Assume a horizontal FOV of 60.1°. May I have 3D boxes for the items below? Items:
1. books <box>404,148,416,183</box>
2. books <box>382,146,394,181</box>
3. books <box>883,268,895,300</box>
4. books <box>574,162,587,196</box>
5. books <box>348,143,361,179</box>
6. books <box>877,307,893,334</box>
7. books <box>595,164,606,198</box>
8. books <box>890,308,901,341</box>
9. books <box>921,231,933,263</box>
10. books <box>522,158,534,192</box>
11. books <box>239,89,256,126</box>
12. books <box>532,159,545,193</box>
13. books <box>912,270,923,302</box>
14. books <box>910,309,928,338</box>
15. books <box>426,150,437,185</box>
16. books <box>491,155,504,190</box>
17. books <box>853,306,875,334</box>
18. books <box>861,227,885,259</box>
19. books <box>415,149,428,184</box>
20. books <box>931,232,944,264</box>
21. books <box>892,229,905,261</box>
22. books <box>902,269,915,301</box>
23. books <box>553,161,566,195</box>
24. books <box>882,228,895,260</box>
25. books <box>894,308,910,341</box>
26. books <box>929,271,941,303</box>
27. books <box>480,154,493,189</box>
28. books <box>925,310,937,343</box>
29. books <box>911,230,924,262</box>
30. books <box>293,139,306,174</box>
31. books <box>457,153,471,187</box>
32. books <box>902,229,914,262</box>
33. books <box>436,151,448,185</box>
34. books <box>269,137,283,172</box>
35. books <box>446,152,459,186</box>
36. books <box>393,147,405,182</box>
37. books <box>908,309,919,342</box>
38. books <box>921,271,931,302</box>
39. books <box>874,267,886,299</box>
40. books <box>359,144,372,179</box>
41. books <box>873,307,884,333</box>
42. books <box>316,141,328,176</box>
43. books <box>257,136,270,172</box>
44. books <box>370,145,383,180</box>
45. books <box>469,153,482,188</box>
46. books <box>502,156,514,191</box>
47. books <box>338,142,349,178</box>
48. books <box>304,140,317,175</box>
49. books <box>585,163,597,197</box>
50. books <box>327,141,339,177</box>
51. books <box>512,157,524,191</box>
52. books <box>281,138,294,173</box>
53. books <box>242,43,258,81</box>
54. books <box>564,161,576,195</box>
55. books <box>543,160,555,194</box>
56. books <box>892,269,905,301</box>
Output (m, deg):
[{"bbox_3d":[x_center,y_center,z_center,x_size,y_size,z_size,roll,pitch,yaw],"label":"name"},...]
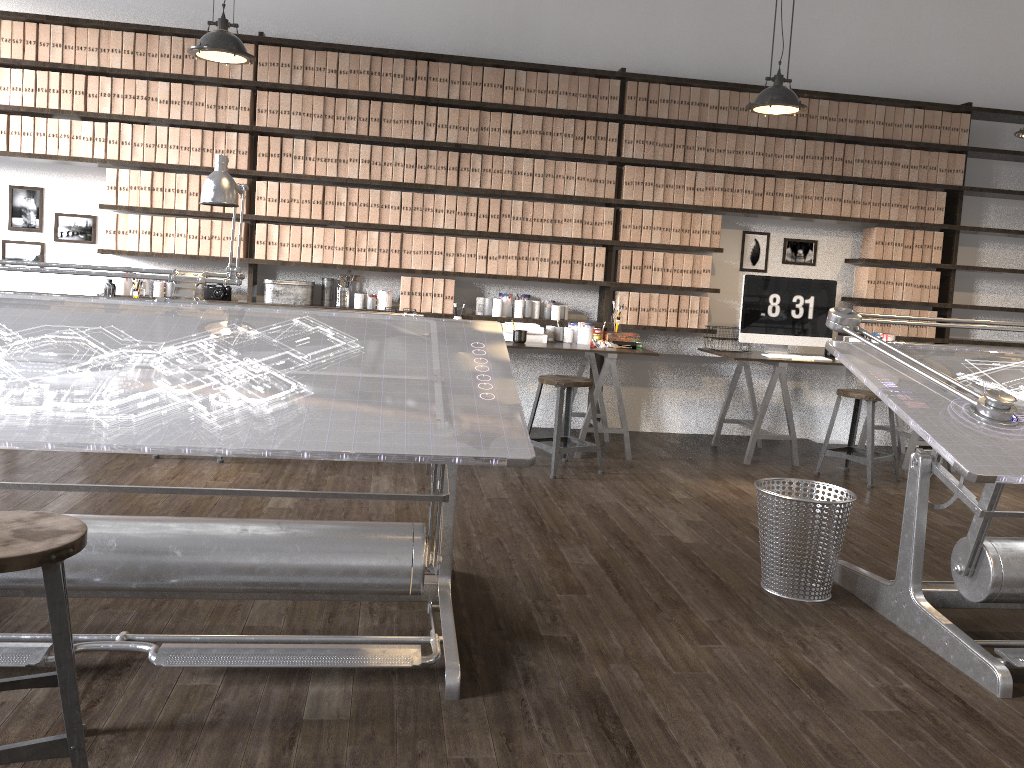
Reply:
[{"bbox_3d":[-0.660,-1.399,5.725,0.066,0.225,0.175,3,5,-8],"label":"books"},{"bbox_3d":[-0.802,-1.407,5.713,0.066,0.225,0.175,3,5,-8],"label":"books"},{"bbox_3d":[2.610,-0.702,6.238,0.066,0.225,0.175,3,5,-8],"label":"books"},{"bbox_3d":[0.442,-1.347,5.881,0.066,0.225,0.175,3,5,-8],"label":"books"},{"bbox_3d":[-1.012,-1.416,5.679,0.066,0.224,0.175,3,5,-8],"label":"books"},{"bbox_3d":[2.603,-0.427,6.257,0.066,0.224,0.175,3,5,-8],"label":"books"},{"bbox_3d":[0.569,-1.342,5.903,0.066,0.224,0.175,3,5,-8],"label":"books"},{"bbox_3d":[2.665,-0.423,6.264,0.066,0.224,0.175,3,5,-8],"label":"books"},{"bbox_3d":[2.885,-0.963,6.254,0.066,0.224,0.175,3,5,-8],"label":"books"},{"bbox_3d":[0.091,-1.364,5.835,0.066,0.224,0.175,3,5,-8],"label":"books"},{"bbox_3d":[-1.661,-1.720,5.563,0.067,0.225,0.175,3,5,-8],"label":"books"},{"bbox_3d":[0.162,-1.360,5.843,0.067,0.225,0.175,3,5,-8],"label":"books"},{"bbox_3d":[2.818,-0.692,6.260,0.067,0.225,0.175,3,5,-8],"label":"books"},{"bbox_3d":[2.869,-0.414,6.297,0.066,0.225,0.175,3,5,-8],"label":"books"},{"bbox_3d":[-0.527,-1.393,5.748,0.066,0.224,0.175,3,5,-8],"label":"books"},{"bbox_3d":[-0.105,-1.374,5.810,0.066,0.225,0.175,3,5,-8],"label":"books"},{"bbox_3d":[2.470,-0.433,6.239,0.066,0.225,0.175,3,5,-8],"label":"books"},{"bbox_3d":[2.527,-0.980,6.203,0.066,0.225,0.175,3,5,-8],"label":"books"},{"bbox_3d":[-0.589,-1.396,5.735,0.067,0.225,0.175,3,5,-8],"label":"books"},{"bbox_3d":[2.960,-0.959,6.263,0.066,0.224,0.175,3,5,-8],"label":"books"},{"bbox_3d":[2.668,-0.973,6.219,0.066,0.225,0.175,3,5,-8],"label":"books"},{"bbox_3d":[2.752,-0.695,6.251,0.066,0.225,0.175,3,5,-8],"label":"books"},{"bbox_3d":[0.300,-1.355,5.868,0.066,0.225,0.175,3,5,-8],"label":"books"},{"bbox_3d":[2.597,-0.976,6.213,0.066,0.225,0.175,3,5,-8],"label":"books"},{"bbox_3d":[2.731,-0.420,6.271,0.067,0.225,0.175,3,5,-8],"label":"books"},{"bbox_3d":[2.949,-0.686,6.284,0.066,0.225,0.175,3,5,-8],"label":"books"},{"bbox_3d":[-0.175,-1.377,5.800,0.066,0.225,0.175,3,5,-8],"label":"books"},{"bbox_3d":[2.934,-0.410,6.299,0.067,0.225,0.175,3,5,-8],"label":"books"},{"bbox_3d":[2.812,-0.966,6.238,0.067,0.225,0.175,3,5,-8],"label":"books"},{"bbox_3d":[-1.347,-1.432,5.630,0.066,0.225,0.175,3,5,-8],"label":"books"},{"bbox_3d":[-0.315,-1.384,5.781,0.066,0.225,0.175,3,5,-8],"label":"books"},{"bbox_3d":[2.737,-0.970,6.234,0.066,0.225,0.175,3,5,-8],"label":"books"},{"bbox_3d":[-0.463,-1.390,5.760,0.066,0.224,0.175,3,5,-8],"label":"books"},{"bbox_3d":[-1.491,-1.438,5.609,0.067,0.225,0.175,3,5,-8],"label":"books"},{"bbox_3d":[-0.389,-1.386,5.765,0.067,0.225,0.175,3,5,-8],"label":"books"},{"bbox_3d":[-0.733,-1.403,5.718,0.066,0.225,0.175,3,5,-8],"label":"books"},{"bbox_3d":[2.800,-0.417,6.285,0.066,0.225,0.175,3,5,-8],"label":"books"},{"bbox_3d":[2.879,-0.689,6.273,0.066,0.224,0.175,3,5,-8],"label":"books"},{"bbox_3d":[2.542,-0.705,6.226,0.066,0.225,0.175,3,5,-8],"label":"books"},{"bbox_3d":[-0.940,-1.412,5.687,0.067,0.225,0.175,3,5,-8],"label":"books"},{"bbox_3d":[2.537,-0.429,6.243,0.067,0.225,0.175,3,5,-8],"label":"books"},{"bbox_3d":[-1.207,-1.426,5.654,0.066,0.225,0.175,3,5,-8],"label":"books"},{"bbox_3d":[-1.565,-1.443,5.604,0.066,0.224,0.175,3,5,-8],"label":"books"},{"bbox_3d":[-0.871,-1.410,5.701,0.066,0.225,0.175,3,5,-8],"label":"books"},{"bbox_3d":[-0.244,-1.380,5.786,0.066,0.225,0.175,3,5,-8],"label":"books"},{"bbox_3d":[-0.037,-1.370,5.814,0.067,0.225,0.175,3,5,-8],"label":"books"},{"bbox_3d":[-1.074,-1.419,5.672,0.066,0.224,0.175,3,5,-8],"label":"books"},{"bbox_3d":[-1.277,-1.429,5.644,0.066,0.225,0.175,3,5,-8],"label":"books"},{"bbox_3d":[0.507,-1.344,5.890,0.067,0.225,0.175,3,5,-8],"label":"books"},{"bbox_3d":[-1.139,-1.422,5.658,0.067,0.225,0.175,3,5,-8],"label":"books"},{"bbox_3d":[0.028,-1.367,5.828,0.066,0.224,0.175,3,5,-8],"label":"books"},{"bbox_3d":[-1.417,-1.436,5.625,0.066,0.225,0.175,3,5,-8],"label":"books"},{"bbox_3d":[-1.636,-1.994,5.543,0.066,0.225,0.175,3,5,-8],"label":"books"},{"bbox_3d":[0.370,-1.351,5.874,0.066,0.225,0.175,3,5,-8],"label":"books"},{"bbox_3d":[0.231,-1.358,5.857,0.066,0.225,0.175,3,5,-8],"label":"books"},{"bbox_3d":[2.680,-0.699,6.244,0.066,0.225,0.175,3,5,-8],"label":"books"}]
